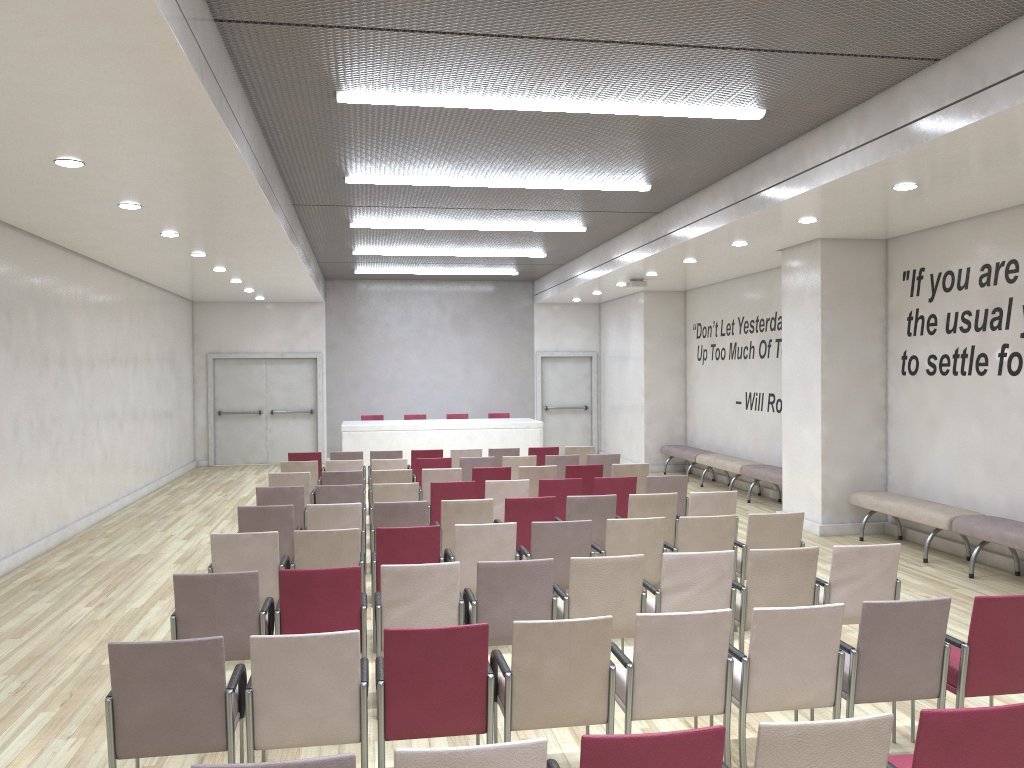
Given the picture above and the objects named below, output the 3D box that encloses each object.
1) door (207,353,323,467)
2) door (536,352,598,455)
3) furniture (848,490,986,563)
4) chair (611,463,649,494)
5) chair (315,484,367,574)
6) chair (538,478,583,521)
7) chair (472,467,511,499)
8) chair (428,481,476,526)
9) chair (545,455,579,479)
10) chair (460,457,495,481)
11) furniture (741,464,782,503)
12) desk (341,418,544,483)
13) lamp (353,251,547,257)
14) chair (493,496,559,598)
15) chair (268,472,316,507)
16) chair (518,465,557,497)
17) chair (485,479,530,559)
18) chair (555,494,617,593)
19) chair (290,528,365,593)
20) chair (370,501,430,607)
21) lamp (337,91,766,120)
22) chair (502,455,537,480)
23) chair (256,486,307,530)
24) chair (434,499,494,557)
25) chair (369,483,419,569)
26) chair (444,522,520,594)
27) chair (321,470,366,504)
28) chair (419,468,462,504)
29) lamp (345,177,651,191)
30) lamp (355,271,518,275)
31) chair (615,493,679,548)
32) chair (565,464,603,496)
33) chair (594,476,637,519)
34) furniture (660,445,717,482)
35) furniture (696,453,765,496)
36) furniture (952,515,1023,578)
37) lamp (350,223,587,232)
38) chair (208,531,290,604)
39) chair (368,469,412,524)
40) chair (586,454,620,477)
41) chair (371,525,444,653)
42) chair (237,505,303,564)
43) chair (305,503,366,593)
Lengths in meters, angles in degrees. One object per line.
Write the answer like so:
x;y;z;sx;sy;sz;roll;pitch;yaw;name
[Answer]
-5.296;0.544;19.112;2.373;2.400;0.200;-1;1;-9;door
1.239;0.477;20.195;1.400;2.400;0.200;-1;1;-9;door
4.327;1.521;9.580;0.530;0.550;1.833;-1;1;-9;furniture
1.333;1.363;10.577;0.513;0.890;0.640;-1;1;-10;chair
-1.708;1.411;8.823;0.513;0.890;0.640;-1;1;-10;chair
0.449;1.389;9.175;0.513;0.890;0.640;-1;1;-9;chair
-0.275;1.380;10.301;0.513;0.890;0.640;-1;1;-10;chair
-0.624;1.400;9.014;0.513;0.890;0.640;-1;1;-10;chair
0.605;1.354;11.694;0.513;0.890;0.640;-1;1;-9;chair
-0.481;1.365;11.516;0.513;0.890;0.640;-1;1;-9;chair
3.834;1.485;12.552;0.530;0.550;1.833;-1;1;-9;furniture
-1.335;1.225;16.689;3.652;1.042;1.456;-1;1;-9;desk
-1.046;-2.214;15.165;3.304;0.045;0.198;-1;1;-9;lamp
0.114;1.409;7.890;0.513;0.890;0.640;-1;1;-10;chair
-2.460;1.402;9.939;0.513;0.890;0.640;-1;1;-9;chair
0.252;1.374;10.399;0.513;0.890;0.640;-1;1;-10;chair
-0.089;1.395;9.094;0.513;0.890;0.640;-1;1;-10;chair
0.648;1.404;7.972;0.513;0.890;0.640;-1;1;-9;chair
-1.319;1.441;6.393;0.513;0.890;0.640;-1;1;-9;chair
-0.968;1.421;7.693;0.513;0.890;0.640;-1;1;-9;chair
0.346;-2.111;6.771;3.304;0.045;0.198;-1;1;-9;lamp
0.051;1.359;11.616;0.513;0.890;0.640;-1;1;-10;chair
-2.256;1.417;8.738;0.513;0.890;0.640;-1;1;-10;chair
-0.419;1.415;7.782;0.513;0.890;0.640;-1;1;-9;chair
-1.173;1.406;8.913;0.513;0.890;0.640;-1;1;-9;chair
-0.232;1.430;6.584;0.513;0.890;0.640;-1;1;-10;chair
-1.912;1.396;10.032;0.513;0.890;0.640;-1;1;-10;chair
-0.824;1.385;10.211;0.513;0.890;0.640;-1;1;-9;chair
-0.115;-2.145;9.554;3.304;0.045;0.198;-1;1;-9;lamp
-1.513;-2.249;17.979;3.304;0.045;0.198;-1;1;-9;lamp
1.194;1.399;8.055;0.513;0.890;0.640;-1;1;-10;chair
0.790;1.369;10.489;0.513;0.890;0.640;-1;1;-10;chair
1.009;1.383;9.277;0.513;0.890;0.640;-1;1;-9;chair
3.226;1.440;16.215;0.530;0.550;1.833;-1;1;-9;furniture
3.530;1.462;14.382;0.530;0.550;1.833;-1;1;-9;furniture
4.631;1.544;7.747;0.530;0.550;1.833;-1;1;-9;furniture
-0.587;-2.180;12.397;3.304;0.045;0.198;-1;1;-9;lamp
-1.855;1.447;6.306;0.513;0.890;0.640;-1;1;-9;chair
-1.379;1.391;10.131;0.513;0.890;0.640;-1;1;-10;chair
1.147;1.348;11.781;0.513;0.890;0.640;-1;1;-9;chair
-0.768;1.436;6.482;0.513;0.890;0.640;-1;1;-10;chair
-2.050;1.431;7.528;0.513;0.890;0.640;-1;1;-9;chair
-1.509;1.426;7.602;0.513;0.890;0.640;-1;1;-9;chair
